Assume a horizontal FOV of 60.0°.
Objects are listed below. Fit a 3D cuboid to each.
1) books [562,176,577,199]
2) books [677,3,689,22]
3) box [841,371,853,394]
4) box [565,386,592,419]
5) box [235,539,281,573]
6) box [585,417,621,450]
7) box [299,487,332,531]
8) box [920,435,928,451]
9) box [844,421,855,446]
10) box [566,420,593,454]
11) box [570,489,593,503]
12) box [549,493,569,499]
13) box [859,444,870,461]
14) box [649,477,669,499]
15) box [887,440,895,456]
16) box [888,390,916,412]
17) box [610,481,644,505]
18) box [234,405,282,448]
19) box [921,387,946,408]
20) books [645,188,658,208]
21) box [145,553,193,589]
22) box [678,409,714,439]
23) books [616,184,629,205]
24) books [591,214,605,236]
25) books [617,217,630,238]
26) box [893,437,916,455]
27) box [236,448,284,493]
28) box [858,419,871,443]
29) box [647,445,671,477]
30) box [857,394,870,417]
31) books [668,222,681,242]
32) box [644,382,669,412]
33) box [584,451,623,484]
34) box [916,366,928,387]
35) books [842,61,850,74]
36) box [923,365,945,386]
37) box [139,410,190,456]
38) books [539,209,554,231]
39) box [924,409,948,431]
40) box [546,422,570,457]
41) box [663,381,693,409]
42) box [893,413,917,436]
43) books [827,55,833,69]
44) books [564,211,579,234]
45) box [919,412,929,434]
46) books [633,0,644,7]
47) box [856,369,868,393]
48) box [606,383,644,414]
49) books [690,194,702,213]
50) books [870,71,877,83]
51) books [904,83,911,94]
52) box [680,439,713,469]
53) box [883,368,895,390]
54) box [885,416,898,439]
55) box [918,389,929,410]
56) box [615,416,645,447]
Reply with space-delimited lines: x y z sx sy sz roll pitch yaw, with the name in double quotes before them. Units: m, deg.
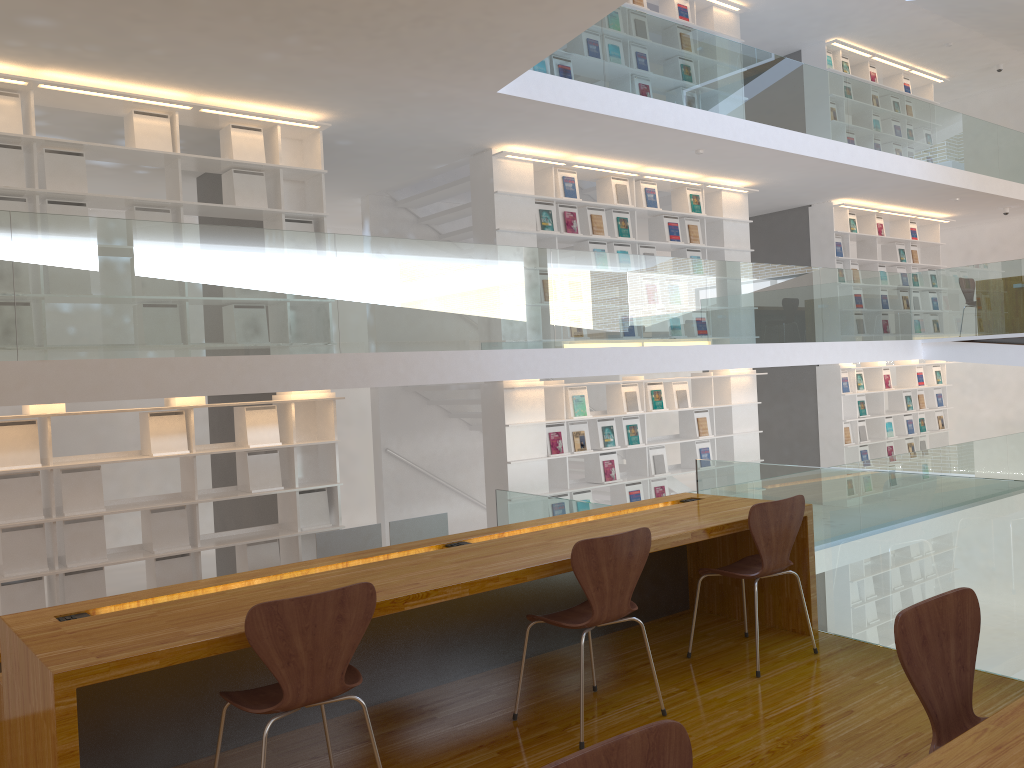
"books" 0.546 -1.855 8.387 0.145 0.210 0.037 -3 1 -39
"books" 1.834 -3.951 9.482 0.145 0.210 0.037 -3 1 -39
"box" 4.206 -0.019 11.458 0.245 0.296 0.274 -3 1 -39
"box" 0.580 0.177 8.486 0.245 0.296 0.274 -3 1 -39
"box" -1.875 1.297 6.577 0.245 0.296 0.274 -3 1 -39
"box" 0.875 0.483 8.711 0.245 0.296 0.274 -3 1 -39
"box" -1.568 0.951 6.832 0.245 0.296 0.274 -3 1 -39
"box" 5.802 0.879 12.700 0.245 0.296 0.274 -3 1 -39
"box" 4.237 0.635 11.461 0.245 0.296 0.274 -3 1 -39
"box" 0.588 0.506 8.498 0.245 0.296 0.274 -3 1 -39
"box" 0.625 1.162 8.490 0.245 0.296 0.274 -3 1 -39
"box" 0.394 1.175 8.306 0.245 0.296 0.274 -3 1 -39
"box" 4.576 0.946 11.722 0.245 0.296 0.274 -3 1 -39
"box" 1.467 1.116 9.162 0.245 0.296 0.274 -3 1 -39
"box" 5.081 0.918 12.124 0.245 0.296 0.274 -3 1 -39
"box" 5.480 0.239 12.463 0.245 0.296 0.274 -3 1 -39
"box" 1.174 1.133 8.928 0.245 0.296 0.274 -3 1 -39
"box" -1.892 0.311 6.595 0.245 0.296 0.274 -3 1 -39
"box" 6.173 0.200 13.016 0.245 0.296 0.274 -3 1 -39
"books" 1.427 -1.903 9.089 0.145 0.210 0.037 -3 1 -39
"box" -2.380 1.324 6.174 0.245 0.296 0.274 -3 1 -39
"box" 1.995 0.429 9.604 0.245 0.296 0.274 -3 1 -39
"books" 1.099 -1.884 8.828 0.145 0.210 0.037 -3 1 -39
"books" 0.830 -1.538 8.606 0.145 0.210 0.037 -3 1 -39
"books" 1.110 -1.553 8.826 0.145 0.210 0.037 -3 1 -39
"box" 5.522 0.894 12.476 0.245 0.296 0.274 -3 1 -39
"box" -1.877 0.639 6.596 0.245 0.296 0.274 -3 1 -39
"box" 4.530 0.619 11.695 0.245 0.296 0.274 -3 1 -39
"box" 1.446 0.788 9.156 0.245 0.296 0.274 -3 1 -39
"box" 4.531 0.285 11.707 0.245 0.296 0.274 -3 1 -39
"books" 1.702 -1.589 9.302 0.145 0.210 0.037 -3 1 -39
"box" 1.426 0.131 9.161 0.245 0.296 0.274 -3 1 -39
"box" 0.896 0.811 8.717 0.245 0.296 0.274 -3 1 -39
"box" 5.747 -0.105 12.686 0.245 0.296 0.274 -3 1 -39
"books" 4.359 -4.105 11.577 0.145 0.210 0.037 -3 1 -39
"box" 6.157 -0.128 13.014 0.245 0.296 0.274 -3 1 -39
"box" -2.420 0.338 6.170 0.245 0.296 0.274 -3 1 -39
"books" 0.320 -1.508 8.201 0.145 0.210 0.037 -3 1 -39
"box" 6.199 0.528 13.027 0.245 0.296 0.274 -3 1 -39
"box" 0.359 0.517 8.299 0.245 0.296 0.274 -3 1 -39
"box" -0.870 2.003 7.266 7.125 3.764 0.498 -3 1 -39
"box" 5.496 0.566 12.466 0.245 0.296 0.274 -3 1 -39
"books" 4.045 -4.092 11.327 0.145 0.210 0.037 -3 1 -39
"books" 0.559 -1.525 8.390 0.145 0.210 0.037 -3 1 -39
"box" 5.771 0.551 12.685 0.245 0.296 0.274 -3 1 -39
"books" 1.281 -3.936 9.041 0.145 0.210 0.037 -3 1 -39
"box" 4.497 -0.037 11.690 0.245 0.296 0.274 -3 1 -39
"box" 1.135 0.147 8.928 0.245 0.296 0.274 -3 1 -39
"books" 1.974 -1.931 9.526 0.145 0.210 0.037 -3 1 -39
"books" 4.897 -4.119 12.006 0.145 0.210 0.037 -3 1 -39
"books" 5.607 -4.157 12.572 0.145 0.210 0.037 -3 1 -39
"box" 2.012 0.757 9.607 0.245 0.296 0.274 -3 1 -39
"box" 5.028 -0.067 12.110 0.245 0.296 0.274 -3 1 -39
"box" 5.076 0.589 12.131 0.245 0.296 0.274 -3 1 -39
"box" 5.762 0.223 12.689 0.245 0.296 0.274 -3 1 -39
"box" 1.146 0.476 8.926 0.245 0.296 0.274 -3 1 -39
